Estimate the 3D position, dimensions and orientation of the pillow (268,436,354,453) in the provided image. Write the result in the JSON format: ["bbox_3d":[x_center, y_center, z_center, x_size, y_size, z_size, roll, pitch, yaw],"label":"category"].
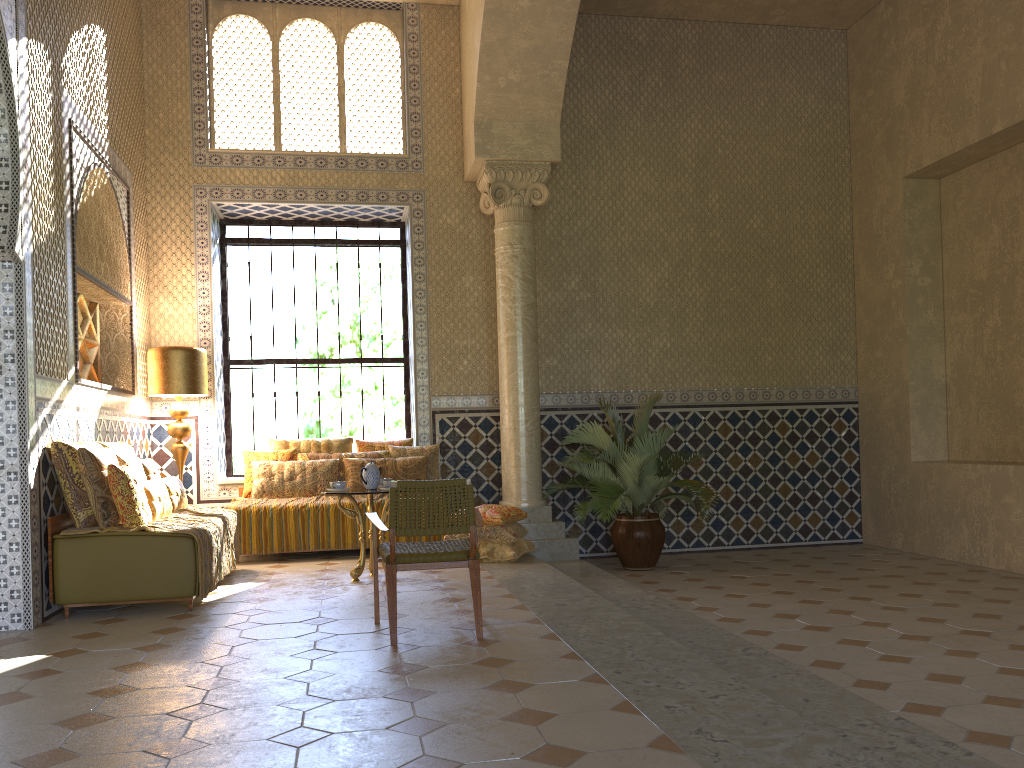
[{"bbox_3d":[-2.842,1.172,12.566,1.192,0.832,0.423,-1,-1,-11],"label":"pillow"}]

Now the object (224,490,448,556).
[{"bbox_3d":[-2.381,1.853,12.088,2.885,0.717,1.316,-1,-3,-10],"label":"object"}]

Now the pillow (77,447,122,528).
[{"bbox_3d":[-3.874,0.989,8.442,0.383,0.780,0.835,-1,-2,-10],"label":"pillow"}]

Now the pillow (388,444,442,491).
[{"bbox_3d":[-1.379,1.210,12.616,0.740,0.693,0.341,-1,-1,-10],"label":"pillow"}]

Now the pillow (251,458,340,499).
[{"bbox_3d":[-2.950,1.307,12.079,1.191,0.546,0.329,-1,-1,-11],"label":"pillow"}]

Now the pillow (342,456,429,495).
[{"bbox_3d":[-1.746,1.287,12.304,1.191,0.546,0.329,-1,-1,-11],"label":"pillow"}]

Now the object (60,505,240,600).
[{"bbox_3d":[-3.660,1.719,9.318,1.314,0.717,2.891,-1,-3,-10],"label":"object"}]

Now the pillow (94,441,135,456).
[{"bbox_3d":[-4.332,1.044,9.801,0.422,0.831,1.194,-1,-2,-11],"label":"pillow"}]

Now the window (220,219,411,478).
[{"bbox_3d":[-5.732,-0.517,12.926,8.481,3.988,0.574,-1,-1,-14],"label":"window"}]

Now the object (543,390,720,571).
[{"bbox_3d":[1.841,1.331,12.349,2.640,2.500,2.168,-1,-2,-24],"label":"object"}]

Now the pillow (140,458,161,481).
[{"bbox_3d":[-4.080,1.154,9.976,0.313,0.637,0.683,-1,-2,-10],"label":"pillow"}]

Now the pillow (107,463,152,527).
[{"bbox_3d":[-3.588,1.069,8.348,0.345,0.651,0.686,-1,-2,-11],"label":"pillow"}]

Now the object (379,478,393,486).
[{"bbox_3d":[-1.457,1.131,10.127,0.183,0.100,0.183,-1,-3,-22],"label":"object"}]

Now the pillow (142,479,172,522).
[{"bbox_3d":[-3.709,1.218,9.138,0.271,0.450,0.984,-1,-3,-11],"label":"pillow"}]

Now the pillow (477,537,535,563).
[{"bbox_3d":[-0.291,2.090,11.194,0.991,0.368,1.044,-2,-3,14],"label":"pillow"}]

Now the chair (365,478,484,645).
[{"bbox_3d":[-0.667,1.346,7.041,0.950,1.209,0.908,-1,-2,-11],"label":"chair"}]

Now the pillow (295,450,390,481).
[{"bbox_3d":[-2.355,1.256,12.413,1.341,0.615,0.371,-1,-1,-11],"label":"pillow"}]

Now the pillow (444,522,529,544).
[{"bbox_3d":[-0.314,1.888,11.183,0.932,0.347,0.881,-2,-3,10],"label":"pillow"}]

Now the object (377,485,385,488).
[{"bbox_3d":[-1.456,1.169,10.128,0.255,0.032,0.256,1,-4,-32],"label":"object"}]

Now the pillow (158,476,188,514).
[{"bbox_3d":[-3.880,1.280,10.059,0.271,0.450,0.984,-1,-3,-11],"label":"pillow"}]

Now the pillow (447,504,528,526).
[{"bbox_3d":[-0.303,1.679,11.178,0.804,0.310,0.748,-3,-3,23],"label":"pillow"}]

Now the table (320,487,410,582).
[{"bbox_3d":[-1.536,1.653,9.747,1.101,0.980,1.101,-2,-2,19],"label":"table"}]

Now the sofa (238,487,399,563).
[{"bbox_3d":[-2.353,1.865,12.156,2.848,0.937,1.276,-1,-2,-11],"label":"sofa"}]

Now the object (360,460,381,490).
[{"bbox_3d":[-1.558,1.005,9.791,0.273,0.323,0.199,-1,-1,-21],"label":"object"}]

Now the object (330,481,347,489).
[{"bbox_3d":[-1.901,1.117,9.686,0.183,0.100,0.183,0,-3,-29],"label":"object"}]

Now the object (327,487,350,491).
[{"bbox_3d":[-1.900,1.155,9.686,0.255,0.032,0.256,1,-4,-32],"label":"object"}]

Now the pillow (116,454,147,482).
[{"bbox_3d":[-3.933,1.071,9.187,0.340,0.693,0.742,-1,-2,-10],"label":"pillow"}]

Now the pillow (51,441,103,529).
[{"bbox_3d":[-4.113,0.965,8.625,0.422,0.831,1.194,-1,-2,-11],"label":"pillow"}]

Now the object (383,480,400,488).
[{"bbox_3d":[-1.293,1.089,9.512,0.183,0.100,0.184,-1,-3,-14],"label":"object"}]

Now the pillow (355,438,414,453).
[{"bbox_3d":[-1.834,1.188,12.813,0.855,0.800,0.394,-1,-1,-10],"label":"pillow"}]

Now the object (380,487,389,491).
[{"bbox_3d":[-1.293,1.126,9.512,0.255,0.032,0.256,-1,-4,-14],"label":"object"}]

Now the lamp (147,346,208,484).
[{"bbox_3d":[-4.379,0.938,11.688,0.736,2.812,0.737,-1,-1,-42],"label":"lamp"}]

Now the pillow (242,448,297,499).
[{"bbox_3d":[-3.351,1.244,12.248,0.740,0.693,0.341,-1,-1,-10],"label":"pillow"}]

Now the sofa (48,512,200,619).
[{"bbox_3d":[-3.722,1.730,9.318,1.273,0.936,2.855,-1,-3,-11],"label":"sofa"}]
